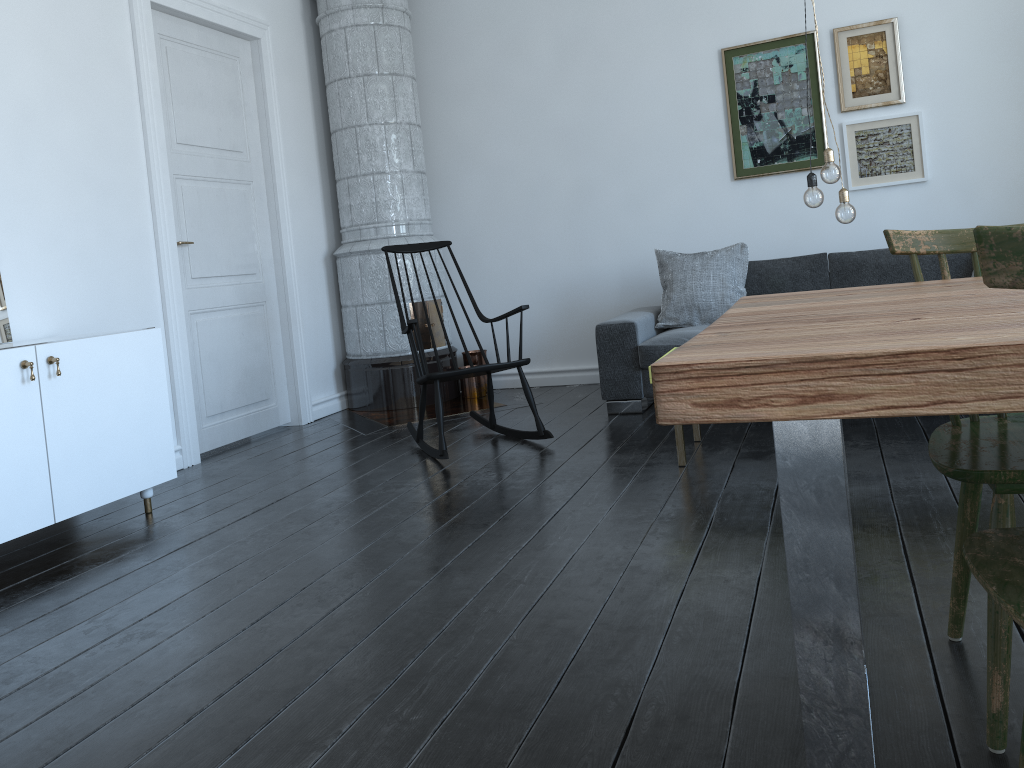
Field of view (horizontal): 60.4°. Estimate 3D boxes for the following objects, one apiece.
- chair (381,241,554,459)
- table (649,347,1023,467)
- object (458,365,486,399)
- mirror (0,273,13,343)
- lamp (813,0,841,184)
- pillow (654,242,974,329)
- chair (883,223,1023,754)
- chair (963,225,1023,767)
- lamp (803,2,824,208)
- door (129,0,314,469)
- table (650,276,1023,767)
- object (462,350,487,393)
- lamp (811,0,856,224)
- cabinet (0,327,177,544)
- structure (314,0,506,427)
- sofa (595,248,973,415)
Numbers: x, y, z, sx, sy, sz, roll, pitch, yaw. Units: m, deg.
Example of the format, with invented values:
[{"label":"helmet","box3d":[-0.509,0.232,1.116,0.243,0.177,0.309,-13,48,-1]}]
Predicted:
[{"label":"chair","box3d":[-0.284,-0.213,4.283,0.615,1.002,0.906,-7,4,-25]},{"label":"table","box3d":[1.291,0.049,3.364,1.396,0.398,0.607,-3,6,20]},{"label":"object","box3d":[-0.260,-0.014,5.791,0.174,0.199,0.173,-5,4,10]},{"label":"mirror","box3d":[-2.148,-0.359,3.170,0.054,0.500,0.703,-6,5,20]},{"label":"lamp","box3d":[1.118,-1.491,3.282,0.075,1.493,0.074,-6,1,-23]},{"label":"pillow","box3d":[1.789,-0.591,4.756,2.048,0.491,0.483,-3,5,25]},{"label":"chair","box3d":[0.953,0.116,1.533,0.466,0.824,0.489,-5,3,19]},{"label":"chair","box3d":[0.701,0.236,0.833,0.466,0.825,0.489,-5,3,19]},{"label":"lamp","box3d":[1.070,-1.408,3.316,0.074,1.493,0.086,-6,1,-18]},{"label":"door","box3d":[-1.606,-0.899,4.911,0.115,2.468,1.178,-6,2,20]},{"label":"table","box3d":[1.389,0.196,1.001,2.219,0.714,1.029,-3,6,20]},{"label":"object","box3d":[-0.242,-0.082,5.973,0.172,0.280,0.177,-5,3,20]},{"label":"lamp","box3d":[1.176,-1.343,3.295,0.074,1.493,0.089,-5,1,44]},{"label":"cabinet","box3d":[-1.818,0.242,3.083,0.588,0.732,1.214,-5,6,20]},{"label":"structure","box3d":[-0.767,-1.301,5.689,0.782,2.882,1.267,-7,2,-25]},{"label":"sofa","box3d":[1.716,-0.336,4.682,2.365,0.721,1.096,-3,6,20]}]
